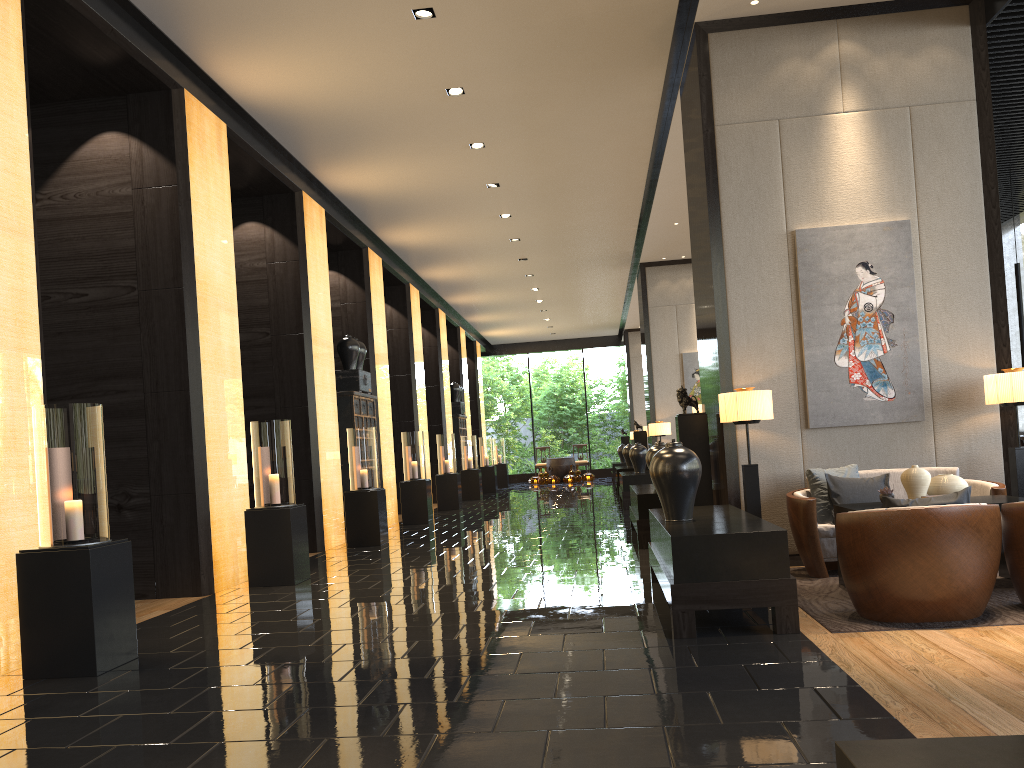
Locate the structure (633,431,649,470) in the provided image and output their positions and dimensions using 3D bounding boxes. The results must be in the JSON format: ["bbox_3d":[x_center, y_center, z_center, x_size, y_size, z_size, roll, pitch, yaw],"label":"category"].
[{"bbox_3d":[2.388,1.473,16.250,0.240,1.216,0.240,-4,-1,5],"label":"structure"}]

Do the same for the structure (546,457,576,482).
[{"bbox_3d":[1.452,2.532,26.100,0.873,0.709,0.876,-3,-3,-6],"label":"structure"}]

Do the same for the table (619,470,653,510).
[{"bbox_3d":[2.065,1.692,14.321,0.620,0.512,1.964,-4,-4,5],"label":"table"}]

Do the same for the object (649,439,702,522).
[{"bbox_3d":[0.994,0.578,5.360,0.312,0.492,0.311,-5,-2,24],"label":"object"}]

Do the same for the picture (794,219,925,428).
[{"bbox_3d":[2.599,-0.445,6.629,0.835,1.500,0.037,-4,-1,5],"label":"picture"}]

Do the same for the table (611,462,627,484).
[{"bbox_3d":[2.932,2.315,23.263,0.620,0.512,1.964,-4,-4,5],"label":"table"}]

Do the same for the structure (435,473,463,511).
[{"bbox_3d":[-1.164,1.992,16.388,0.402,0.657,0.403,-4,-2,5],"label":"structure"}]

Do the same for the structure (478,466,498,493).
[{"bbox_3d":[-0.597,2.398,22.234,0.402,0.657,0.403,-4,-2,5],"label":"structure"}]

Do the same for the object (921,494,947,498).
[{"bbox_3d":[2.552,0.691,5.273,0.174,0.051,0.138,-4,-4,1],"label":"object"}]

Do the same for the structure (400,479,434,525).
[{"bbox_3d":[-1.447,1.788,13.465,0.402,0.657,0.403,-4,-2,5],"label":"structure"}]

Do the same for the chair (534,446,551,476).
[{"bbox_3d":[0.955,2.441,26.835,0.520,1.075,0.537,-4,-2,5],"label":"chair"}]

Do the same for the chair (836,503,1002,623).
[{"bbox_3d":[2.124,0.910,4.565,0.804,0.603,0.607,-4,-3,6],"label":"chair"}]

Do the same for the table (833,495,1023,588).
[{"bbox_3d":[2.594,0.983,5.413,1.042,0.517,0.576,-4,-3,5],"label":"table"}]

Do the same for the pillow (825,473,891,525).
[{"bbox_3d":[2.430,0.789,6.206,0.472,0.360,0.219,-4,-2,2],"label":"pillow"}]

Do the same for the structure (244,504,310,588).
[{"bbox_3d":[-2.014,1.382,7.619,0.402,0.657,0.403,-4,-2,5],"label":"structure"}]

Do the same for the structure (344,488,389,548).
[{"bbox_3d":[-1.731,1.585,10.542,0.402,0.657,0.403,-4,-2,5],"label":"structure"}]

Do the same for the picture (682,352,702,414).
[{"bbox_3d":[3.462,0.175,15.530,0.835,1.500,0.037,-4,-1,5],"label":"picture"}]

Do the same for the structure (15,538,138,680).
[{"bbox_3d":[-2.298,1.178,4.697,0.402,0.657,0.403,-4,-2,5],"label":"structure"}]

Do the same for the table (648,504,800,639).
[{"bbox_3d":[1.201,1.072,5.404,0.620,0.512,1.964,-4,-4,5],"label":"table"}]

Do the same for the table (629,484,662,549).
[{"bbox_3d":[1.574,1.340,9.253,0.620,0.512,1.964,-4,-4,5],"label":"table"}]

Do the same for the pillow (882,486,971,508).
[{"bbox_3d":[2.095,0.690,4.450,0.442,0.338,0.205,-4,-2,12],"label":"pillow"}]

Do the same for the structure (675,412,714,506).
[{"bbox_3d":[1.523,0.852,7.332,0.240,1.216,0.240,-4,-1,5],"label":"structure"}]

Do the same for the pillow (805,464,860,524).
[{"bbox_3d":[2.343,0.787,6.371,0.432,0.399,0.201,-3,-2,-16],"label":"pillow"}]

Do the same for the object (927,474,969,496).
[{"bbox_3d":[2.678,0.641,5.459,0.245,0.167,0.246,-4,-3,8],"label":"object"}]

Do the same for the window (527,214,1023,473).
[{"bbox_3d":[1.675,-0.315,11.978,12.057,4.220,31.944,-4,-4,5],"label":"window"}]

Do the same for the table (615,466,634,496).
[{"bbox_3d":[2.438,1.960,18.170,0.620,0.512,1.964,-4,-4,5],"label":"table"}]

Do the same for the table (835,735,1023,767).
[{"bbox_3d":[0.714,0.723,0.383,0.620,0.512,1.964,-4,-4,5],"label":"table"}]

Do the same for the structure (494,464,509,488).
[{"bbox_3d":[-0.314,2.602,25.156,0.402,0.657,0.403,-4,-2,5],"label":"structure"}]

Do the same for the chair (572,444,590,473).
[{"bbox_3d":[2.076,2.358,26.727,0.520,1.075,0.537,-4,-2,5],"label":"chair"}]

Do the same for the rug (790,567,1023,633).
[{"bbox_3d":[2.662,1.236,5.401,1.958,0.008,2.246,-4,-4,5],"label":"rug"}]

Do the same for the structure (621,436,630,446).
[{"bbox_3d":[3.255,2.095,25.191,0.240,1.216,0.240,-4,-1,5],"label":"structure"}]

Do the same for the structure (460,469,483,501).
[{"bbox_3d":[-0.881,2.195,19.311,0.402,0.657,0.403,-4,-2,5],"label":"structure"}]

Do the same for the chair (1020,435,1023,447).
[{"bbox_3d":[5.401,0.905,8.815,0.563,0.826,0.526,-4,-2,5],"label":"chair"}]

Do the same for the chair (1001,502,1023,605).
[{"bbox_3d":[2.974,0.848,4.484,0.804,0.603,0.607,-4,-3,6],"label":"chair"}]

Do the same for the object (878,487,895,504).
[{"bbox_3d":[2.338,0.693,5.524,0.091,0.112,0.091,-2,-3,-32],"label":"object"}]
